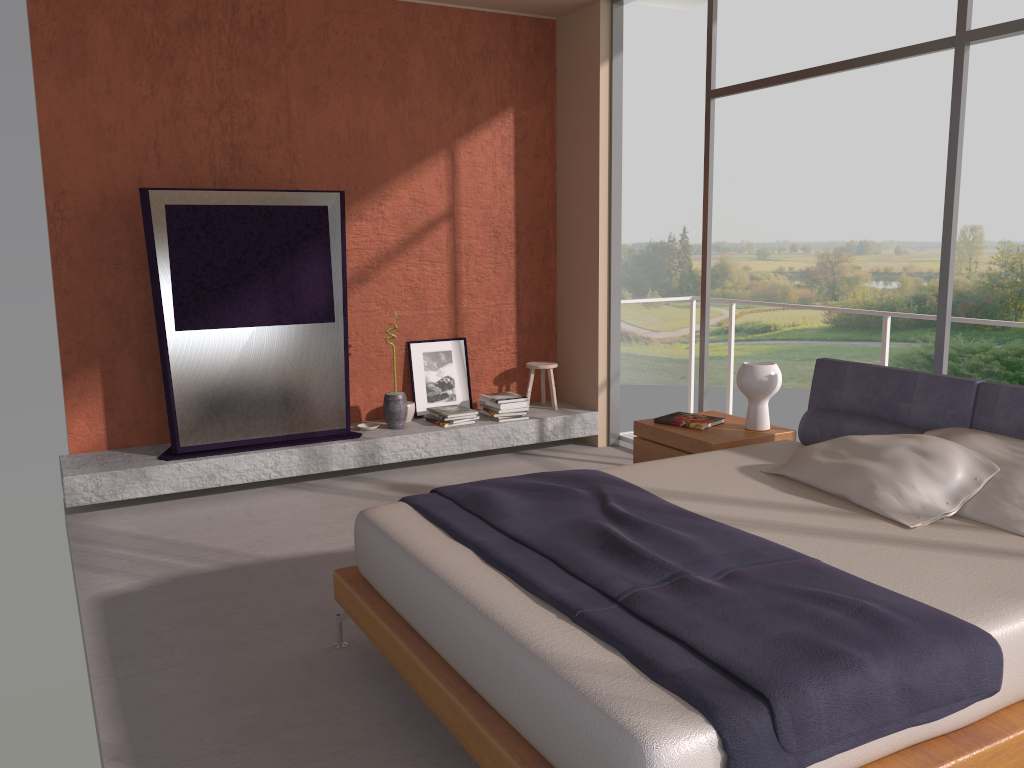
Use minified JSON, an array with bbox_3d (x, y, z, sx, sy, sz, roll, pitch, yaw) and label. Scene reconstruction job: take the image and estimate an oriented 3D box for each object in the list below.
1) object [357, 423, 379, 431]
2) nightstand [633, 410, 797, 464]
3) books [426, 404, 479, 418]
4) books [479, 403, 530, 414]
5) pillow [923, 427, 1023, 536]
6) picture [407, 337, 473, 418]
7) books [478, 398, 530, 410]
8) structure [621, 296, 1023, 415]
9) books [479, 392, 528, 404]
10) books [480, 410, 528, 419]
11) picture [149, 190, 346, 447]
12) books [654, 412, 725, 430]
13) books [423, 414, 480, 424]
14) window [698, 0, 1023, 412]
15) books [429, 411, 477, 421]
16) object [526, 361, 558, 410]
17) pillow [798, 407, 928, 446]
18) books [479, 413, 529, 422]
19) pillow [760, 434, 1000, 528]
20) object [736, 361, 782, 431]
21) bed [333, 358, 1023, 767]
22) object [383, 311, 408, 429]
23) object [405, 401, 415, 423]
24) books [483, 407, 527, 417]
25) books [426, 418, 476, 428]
[{"bbox_3d":[-0.978,0.300,6.031,0.152,0.040,0.152,0,9,6],"label":"object"},{"bbox_3d":[1.055,0.492,4.693,0.562,0.556,0.628,-6,11,-28],"label":"nightstand"},{"bbox_3d":[-0.419,0.190,6.239,0.247,0.018,0.328,-6,11,-31],"label":"books"},{"bbox_3d":[-0.057,0.163,6.404,0.247,0.027,0.328,-5,10,-26],"label":"books"},{"bbox_3d":[1.712,0.346,3.200,0.400,0.265,0.791,-5,10,-25],"label":"pillow"},{"bbox_3d":[-0.520,-0.049,6.477,0.458,0.550,0.117,-6,11,-28],"label":"picture"},{"bbox_3d":[-0.058,0.131,6.398,0.247,0.038,0.319,-6,11,-31],"label":"books"},{"bbox_3d":[2.926,0.376,3.457,0.728,1.005,7.689,-6,11,-28],"label":"structure"},{"bbox_3d":[-0.061,0.099,6.399,0.247,0.025,0.287,-6,11,-28],"label":"books"},{"bbox_3d":[-0.060,0.210,6.417,0.247,0.018,0.287,-6,11,-28],"label":"books"},{"bbox_3d":[-1.558,-0.417,5.429,1.129,1.496,0.126,-6,11,-28],"label":"picture"},{"bbox_3d":[0.943,0.195,4.714,0.287,0.025,0.247,8,13,42],"label":"books"},{"bbox_3d":[-0.425,0.232,6.254,0.247,0.018,0.328,-10,13,-43],"label":"books"},{"bbox_3d":[2.656,-0.533,2.940,0.075,3.133,6.106,-6,11,-28],"label":"window"},{"bbox_3d":[-0.416,0.212,6.239,0.247,0.025,0.287,-5,10,-26],"label":"books"},{"bbox_3d":[0.237,0.015,6.703,0.260,0.349,0.257,5,11,30],"label":"object"},{"bbox_3d":[1.758,0.300,3.534,0.205,0.201,1.470,-6,11,-28],"label":"pillow"},{"bbox_3d":[-0.057,0.229,6.415,0.247,0.018,0.328,-5,10,-26],"label":"books"},{"bbox_3d":[1.379,0.322,3.426,0.431,0.264,0.869,-4,10,-20],"label":"pillow"},{"bbox_3d":[1.258,0.061,4.527,0.224,0.338,0.224,-3,10,-17],"label":"object"},{"bbox_3d":[0.846,0.564,3.089,2.462,0.959,2.017,-6,11,-28],"label":"bed"},{"bbox_3d":[-0.797,-0.096,6.003,0.165,0.810,0.165,-1,9,-5],"label":"object"},{"bbox_3d":[-0.773,0.202,6.260,0.179,0.137,0.180,-3,10,-16],"label":"object"},{"bbox_3d":[-0.051,0.193,6.390,0.247,0.025,0.287,-4,10,-17],"label":"books"},{"bbox_3d":[-0.433,0.257,6.244,0.247,0.025,0.287,-6,11,-31],"label":"books"}]
